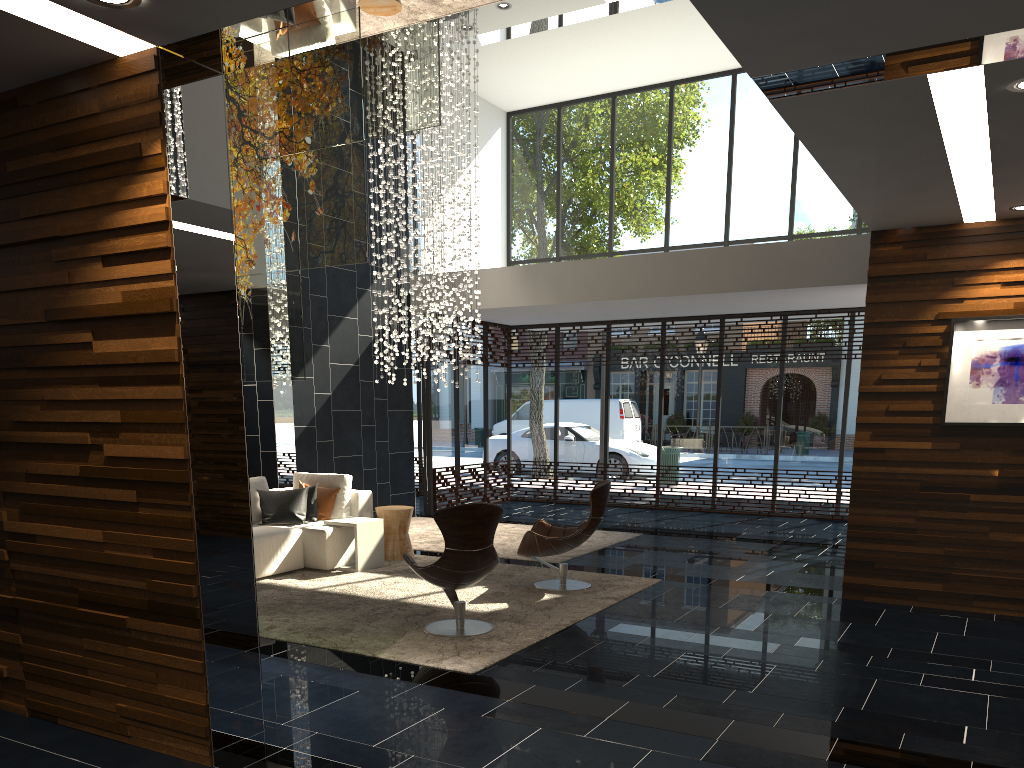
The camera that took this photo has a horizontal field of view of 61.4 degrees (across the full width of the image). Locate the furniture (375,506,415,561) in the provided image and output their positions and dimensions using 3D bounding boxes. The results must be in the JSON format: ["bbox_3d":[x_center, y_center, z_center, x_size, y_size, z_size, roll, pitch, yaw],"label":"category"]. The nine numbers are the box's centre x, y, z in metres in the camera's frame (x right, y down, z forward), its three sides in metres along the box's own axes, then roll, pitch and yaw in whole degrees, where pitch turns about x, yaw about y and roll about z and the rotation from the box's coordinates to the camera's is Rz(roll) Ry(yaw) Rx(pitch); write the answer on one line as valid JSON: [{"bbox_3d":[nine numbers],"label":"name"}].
[{"bbox_3d":[-1.196,1.524,8.831,0.390,0.538,0.382,-3,8,-25],"label":"furniture"}]

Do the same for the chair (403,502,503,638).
[{"bbox_3d":[-0.330,1.234,5.941,0.669,0.959,0.771,-5,8,-33],"label":"chair"}]

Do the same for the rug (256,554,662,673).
[{"bbox_3d":[-2.007,1.761,7.800,5.870,0.006,3.156,-1,-2,29],"label":"rug"}]

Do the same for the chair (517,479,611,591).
[{"bbox_3d":[0.435,1.275,7.419,0.788,0.960,0.653,0,7,-3],"label":"chair"}]

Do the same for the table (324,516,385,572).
[{"bbox_3d":[-1.513,1.536,8.289,0.397,0.480,0.391,3,7,29],"label":"table"}]

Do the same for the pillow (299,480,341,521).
[{"bbox_3d":[-1.978,1.172,8.592,0.517,0.426,0.261,2,8,25],"label":"pillow"}]

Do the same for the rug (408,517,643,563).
[{"bbox_3d":[-0.452,1.834,10.390,3.398,0.006,2.295,-1,-2,29],"label":"rug"}]

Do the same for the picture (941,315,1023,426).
[{"bbox_3d":[3.509,-0.089,6.124,0.757,0.799,0.032,3,11,28],"label":"picture"}]

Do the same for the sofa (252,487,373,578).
[{"bbox_3d":[-2.472,1.410,7.916,1.283,0.701,2.800,1,0,30],"label":"sofa"}]

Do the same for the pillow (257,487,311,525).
[{"bbox_3d":[-2.195,1.179,8.287,0.504,0.377,0.290,-1,7,-11],"label":"pillow"}]

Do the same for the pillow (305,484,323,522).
[{"bbox_3d":[-2.113,1.181,8.447,0.554,0.429,0.246,0,8,-3],"label":"pillow"}]

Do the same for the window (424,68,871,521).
[{"bbox_3d":[2.035,-1.171,11.371,6.106,6.217,2.285,3,10,29],"label":"window"}]

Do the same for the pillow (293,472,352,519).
[{"bbox_3d":[-1.943,1.134,8.782,0.707,0.473,0.212,1,9,30],"label":"pillow"}]

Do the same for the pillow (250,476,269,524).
[{"bbox_3d":[-2.583,1.124,8.250,0.288,0.449,0.706,5,4,31],"label":"pillow"}]
